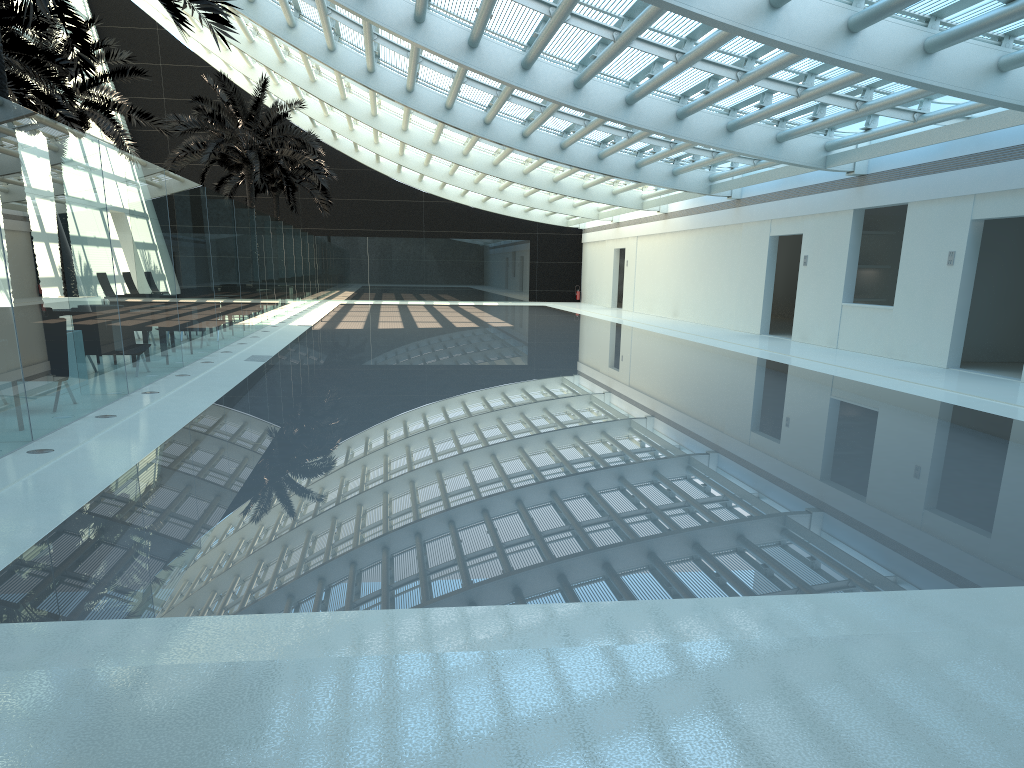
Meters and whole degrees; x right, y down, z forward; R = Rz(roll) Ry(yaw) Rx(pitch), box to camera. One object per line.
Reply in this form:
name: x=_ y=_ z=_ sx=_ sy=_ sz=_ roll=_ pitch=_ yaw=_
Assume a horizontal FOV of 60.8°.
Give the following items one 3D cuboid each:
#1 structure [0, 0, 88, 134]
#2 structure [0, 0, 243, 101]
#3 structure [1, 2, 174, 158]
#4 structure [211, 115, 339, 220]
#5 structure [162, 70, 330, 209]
structure: x=-9.476 y=-4.061 z=14.145 sx=4.598 sy=7.115 sz=4.139 roll=-7 pitch=16 yaw=-28
structure: x=-5.561 y=-3.433 z=9.106 sx=4.813 sy=7.309 sz=4.264 roll=3 pitch=15 yaw=10
structure: x=-10.502 y=-4.855 z=19.813 sx=4.251 sy=7.178 sz=4.477 roll=8 pitch=16 yaw=25
structure: x=-9.283 y=-6.908 z=35.050 sx=4.414 sy=7.308 sz=4.653 roll=-7 pitch=16 yaw=-29
structure: x=-8.192 y=-5.871 z=27.304 sx=4.812 sy=7.309 sz=4.265 roll=-3 pitch=15 yaw=-14
